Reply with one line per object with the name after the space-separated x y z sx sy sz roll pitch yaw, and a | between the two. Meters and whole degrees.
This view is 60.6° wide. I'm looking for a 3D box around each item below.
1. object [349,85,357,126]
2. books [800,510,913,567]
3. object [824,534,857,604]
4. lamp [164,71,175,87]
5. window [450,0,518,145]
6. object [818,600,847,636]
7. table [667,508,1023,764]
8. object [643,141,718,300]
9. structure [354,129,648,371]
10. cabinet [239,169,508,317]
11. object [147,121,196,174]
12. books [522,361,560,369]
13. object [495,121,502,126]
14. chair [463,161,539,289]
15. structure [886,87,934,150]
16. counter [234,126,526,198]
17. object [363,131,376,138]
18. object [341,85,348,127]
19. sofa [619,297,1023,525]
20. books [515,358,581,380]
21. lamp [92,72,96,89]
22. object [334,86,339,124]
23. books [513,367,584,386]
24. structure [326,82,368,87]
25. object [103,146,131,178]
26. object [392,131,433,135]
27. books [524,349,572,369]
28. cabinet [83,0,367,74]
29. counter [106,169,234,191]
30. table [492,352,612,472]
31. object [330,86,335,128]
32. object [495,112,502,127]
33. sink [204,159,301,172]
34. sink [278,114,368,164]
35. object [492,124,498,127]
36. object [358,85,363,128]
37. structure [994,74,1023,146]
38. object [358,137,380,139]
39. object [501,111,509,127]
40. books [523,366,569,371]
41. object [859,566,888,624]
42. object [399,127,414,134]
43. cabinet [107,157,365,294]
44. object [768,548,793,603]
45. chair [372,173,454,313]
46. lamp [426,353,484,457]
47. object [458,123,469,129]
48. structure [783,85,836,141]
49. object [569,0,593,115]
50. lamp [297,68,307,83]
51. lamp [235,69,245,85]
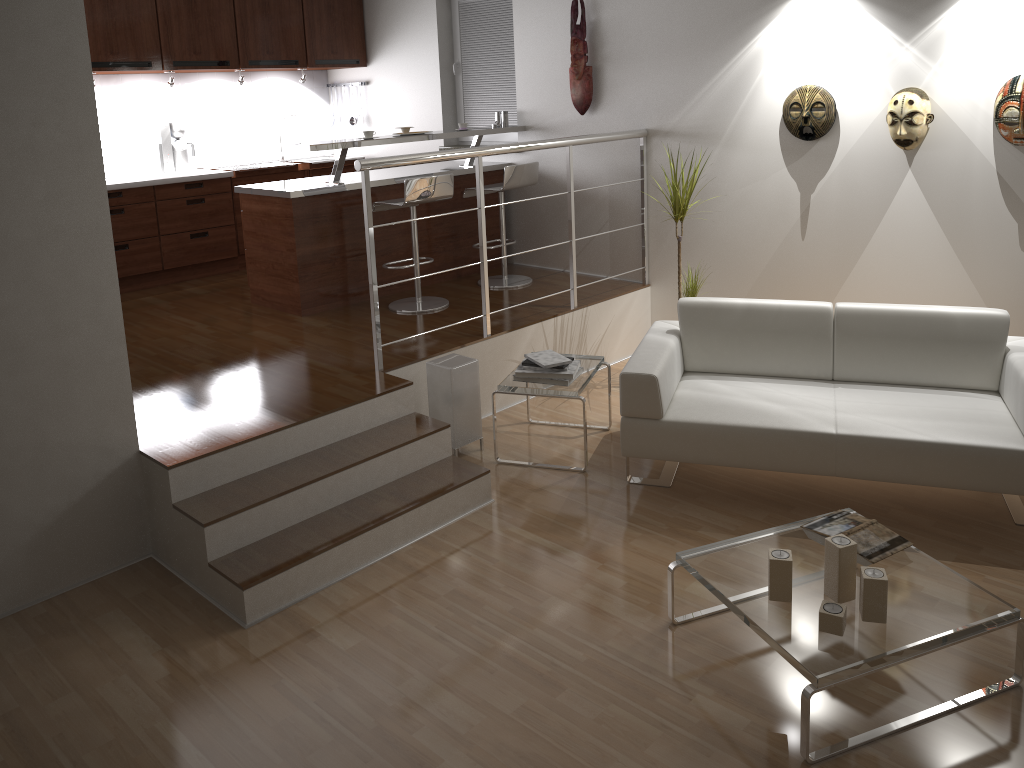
-1.433 -2.511 7.892 0.092 0.354 0.044 8 15 43 | object
1.153 0.510 2.938 0.206 0.054 0.299 -13 21 -29 | books
0.988 0.550 2.634 0.067 0.190 0.069 -7 12 -20 | object
-2.574 -2.297 6.596 0.080 0.120 0.083 -4 13 -6 | lamp
-0.173 -2.510 6.894 0.854 1.227 0.145 10 17 44 | window
0.914 0.661 2.497 0.067 0.072 0.069 5 16 28 | object
1.020 0.731 2.764 0.800 0.241 0.722 -9 19 -20 | table
0.976 -0.684 5.113 0.508 1.428 0.448 -10 13 -32 | object
0.091 -0.873 5.060 0.058 1.016 2.376 7 19 43 | structure
-0.918 -1.090 6.275 0.642 0.726 1.890 11 22 42 | cabinet
-2.700 -1.902 7.013 0.165 0.392 0.336 9 18 43 | object
0.177 -0.111 4.299 0.217 0.014 0.157 6 20 23 | books
-0.103 -1.939 6.522 0.051 0.044 0.052 -2 15 2 | object
-0.056 -1.119 6.108 0.430 0.821 0.396 8 16 39 | chair
2.048 -1.377 4.558 0.132 0.318 0.246 -14 17 -43 | structure
-0.811 -1.616 6.209 0.851 0.308 2.151 14 24 41 | counter
-0.910 -1.590 5.585 0.079 0.044 0.069 -3 16 -1 | object
-1.528 -2.522 7.957 0.108 0.366 0.020 8 15 44 | object
1.448 0.061 3.947 1.785 0.716 0.938 4 17 19 | sofa
0.178 -0.077 4.306 0.287 0.026 0.235 2 19 13 | books
-2.975 -2.141 6.188 0.080 0.120 0.083 -4 13 -6 | lamp
-1.610 -2.548 8.043 0.033 0.366 0.008 8 15 44 | object
0.179 -0.051 4.310 0.288 0.026 0.235 6 20 23 | books
-1.495 -2.710 7.928 0.606 0.033 0.050 16 24 43 | structure
-3.101 -1.690 6.682 0.158 0.233 0.378 10 20 43 | object
-0.673 -1.709 5.970 0.315 0.010 0.222 -19 25 -41 | object
0.176 -0.124 4.297 0.153 0.014 0.223 -11 20 -24 | books
-2.452 -2.798 6.920 0.659 0.615 2.780 11 23 42 | cabinet
-3.150 -1.428 6.339 0.690 0.038 2.151 15 25 41 | counter
0.215 0.122 4.437 0.465 0.387 0.570 3 17 19 | table
-1.668 -2.556 8.082 0.065 0.370 0.034 8 15 44 | object
-0.099 -1.990 6.578 0.053 0.106 0.054 4 14 28 | object
-2.184 -1.761 7.347 0.609 0.193 0.614 14 24 42 | sink
-1.738 -2.118 7.777 0.609 0.560 0.687 12 21 43 | sink
-0.127 -1.927 6.529 0.052 0.018 0.051 -18 24 -40 | object
-1.359 -2.472 7.793 0.072 0.370 0.024 8 15 44 | object
2.449 -1.317 4.208 0.268 0.343 0.077 11 17 44 | structure
-0.923 -1.565 5.581 0.132 0.008 0.142 -19 25 -40 | object
-0.052 -1.981 6.542 0.053 0.108 0.054 4 14 28 | object
0.177 -0.097 4.302 0.216 0.014 0.157 2 19 13 | books
1.046 0.604 2.535 0.067 0.146 0.069 1 12 14 | object
-0.710 -1.713 5.917 0.143 0.040 0.132 -19 24 -41 | object
-2.649 -1.252 6.899 0.690 0.773 3.583 11 22 42 | cabinet
0.813 0.573 2.655 0.067 0.146 0.069 1 12 14 | object
-0.607 -0.905 5.548 0.395 0.821 0.432 -13 16 -40 | chair
-0.286 0.112 4.410 0.201 0.466 0.196 9 16 43 | lamp
-0.344 -1.829 6.217 0.079 0.044 0.069 -5 17 -8 | object
1.665 -1.531 4.950 0.321 0.306 0.070 12 18 44 | structure
0.468 -2.237 6.001 0.151 0.765 0.155 -3 11 -1 | object
-1.771 -2.609 7.413 0.080 0.120 0.083 -4 13 -6 | lamp
-2.172 -2.453 7.005 0.080 0.120 0.083 -4 13 -6 | lamp
